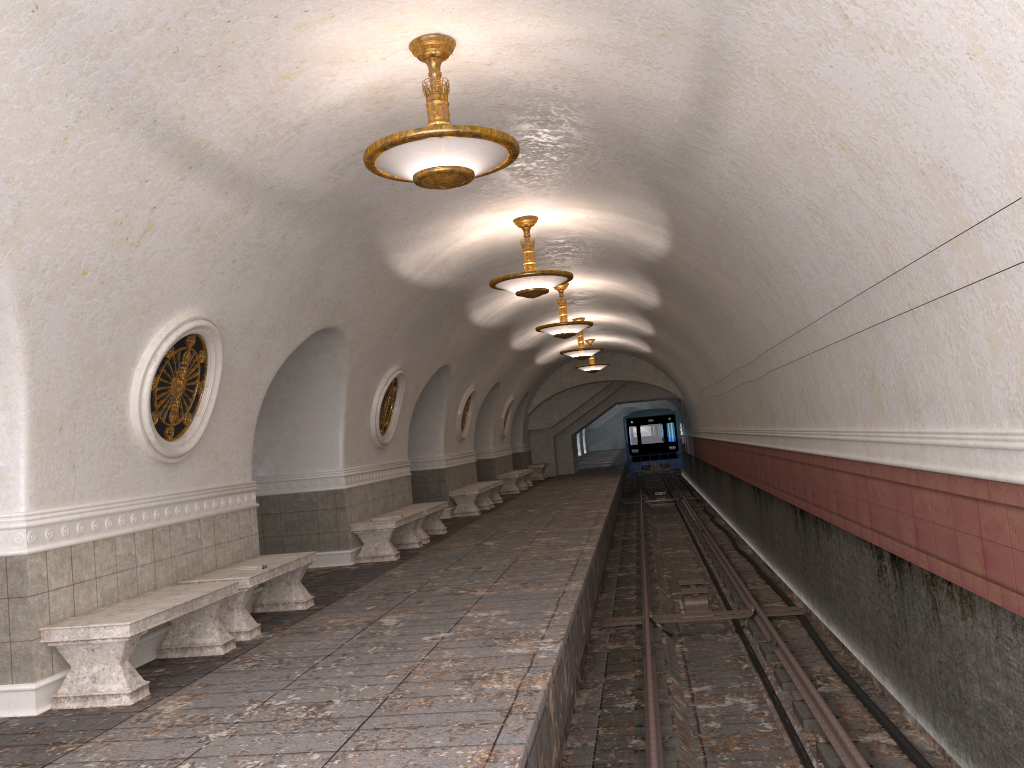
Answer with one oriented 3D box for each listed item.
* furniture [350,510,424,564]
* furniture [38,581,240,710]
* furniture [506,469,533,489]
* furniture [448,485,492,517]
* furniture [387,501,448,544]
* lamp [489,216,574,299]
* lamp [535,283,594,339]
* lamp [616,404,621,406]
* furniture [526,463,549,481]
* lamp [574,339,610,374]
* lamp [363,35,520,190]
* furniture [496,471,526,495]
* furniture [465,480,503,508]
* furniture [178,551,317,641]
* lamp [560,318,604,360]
[{"bbox_3d":[-1.667,2.075,12.124,0.613,0.508,1.509,-6,-4,8],"label":"furniture"},{"bbox_3d":[-2.508,1.776,6.181,0.613,0.508,1.509,-6,-4,8],"label":"furniture"},{"bbox_3d":[0.245,2.756,25.637,0.613,0.508,1.509,-6,-4,8],"label":"furniture"},{"bbox_3d":[-0.825,2.375,18.078,0.613,0.508,1.509,-6,-4,8],"label":"furniture"},{"bbox_3d":[-1.432,2.159,13.787,0.613,0.508,1.509,-6,-4,8],"label":"furniture"},{"bbox_3d":[0.205,-1.488,10.555,1.008,0.955,1.008,-5,-4,-8],"label":"lamp"},{"bbox_3d":[0.881,-1.247,15.331,1.008,0.955,1.008,-7,-4,24],"label":"lamp"},{"bbox_3d":[7.373,1.065,61.223,1.008,0.955,1.008,-5,-4,-6],"label":"lamp"},{"bbox_3d":[0.891,2.986,30.207,0.613,0.508,1.509,-6,-4,8],"label":"furniture"},{"bbox_3d":[2.232,-0.766,24.882,1.008,0.955,1.008,-3,-4,-36],"label":"lamp"},{"bbox_3d":[-0.475,-1.730,5.747,1.008,0.955,1.008,-5,-4,-8],"label":"lamp"},{"bbox_3d":[0.010,2.672,23.974,0.613,0.508,1.509,-6,-4,8],"label":"furniture"},{"bbox_3d":[-0.589,2.459,19.741,0.613,0.508,1.509,-6,-4,8],"label":"furniture"},{"bbox_3d":[-2.272,1.860,7.844,0.613,0.508,1.509,-6,-4,8],"label":"furniture"},{"bbox_3d":[1.556,-1.007,20.106,1.008,0.955,1.008,-7,-4,24],"label":"lamp"}]
